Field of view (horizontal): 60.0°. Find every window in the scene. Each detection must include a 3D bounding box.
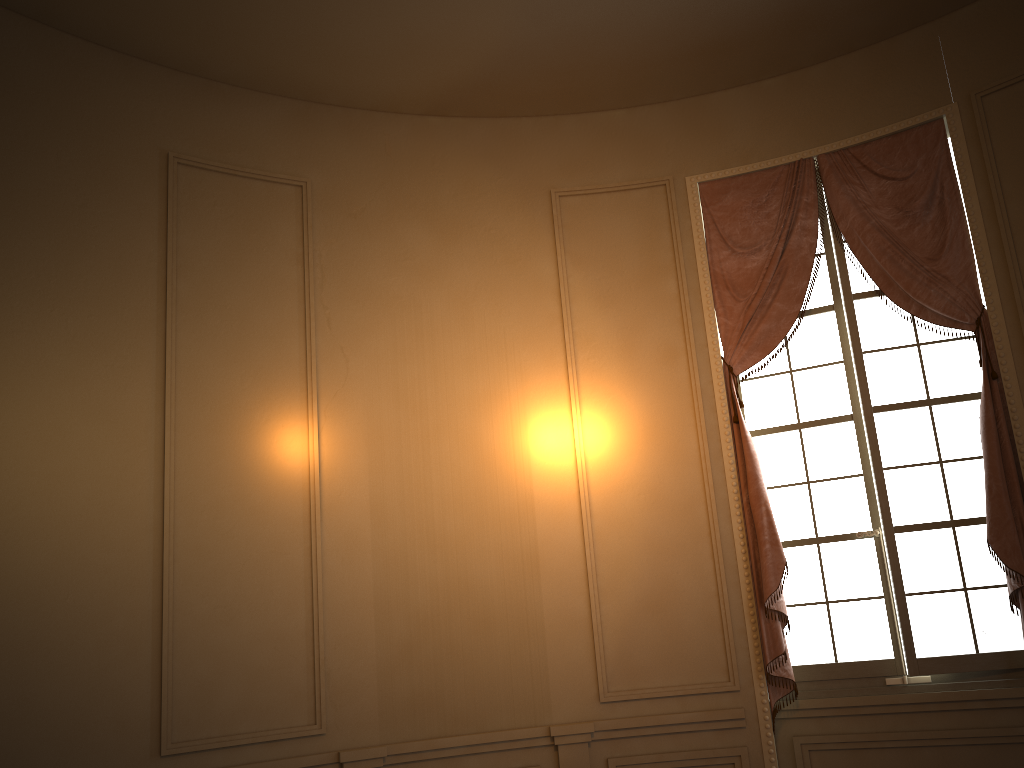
[{"bbox_3d":[1.831,0.148,4.643,1.292,2.808,0.156,-10,-15,22],"label":"window"}]

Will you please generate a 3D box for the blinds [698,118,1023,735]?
[{"bbox_3d":[1.746,0.160,4.418,1.316,2.946,0.292,-10,-15,21],"label":"blinds"}]
